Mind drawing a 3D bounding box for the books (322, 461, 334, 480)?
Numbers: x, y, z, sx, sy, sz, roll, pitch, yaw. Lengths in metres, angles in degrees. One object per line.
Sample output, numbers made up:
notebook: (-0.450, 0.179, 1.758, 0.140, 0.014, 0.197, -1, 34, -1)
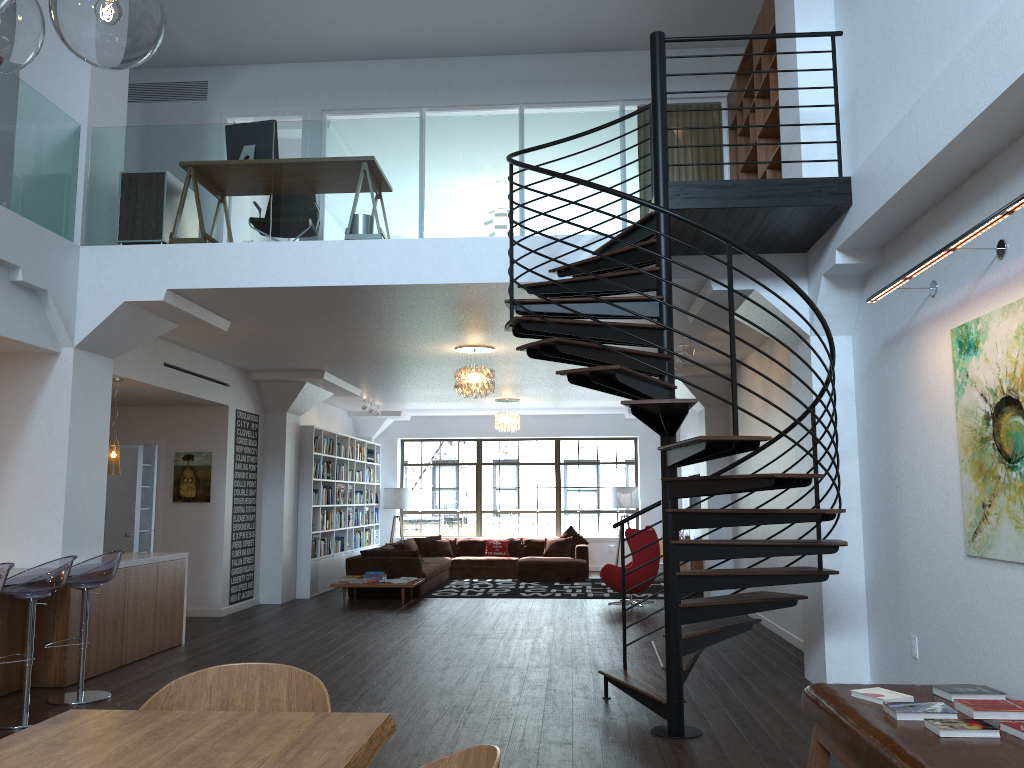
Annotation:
books: (-2.856, 1.345, 13.753, 0.176, 0.291, 0.053, -1, -7, 4)

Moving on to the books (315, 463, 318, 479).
books: (-2.905, 1.251, 12.808, 0.172, 0.235, 0.112, -1, -7, 4)

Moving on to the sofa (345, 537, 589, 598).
sofa: (-0.476, 2.901, 14.348, 3.481, 0.664, 4.197, -1, -7, 4)

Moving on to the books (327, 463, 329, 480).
books: (-2.882, 1.328, 13.476, 0.183, 0.253, 0.042, -1, -7, 4)

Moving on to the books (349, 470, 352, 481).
books: (-2.770, 1.546, 14.916, 0.139, 0.191, 0.036, -1, -7, 4)

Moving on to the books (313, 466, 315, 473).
books: (-2.916, 1.260, 12.667, 0.161, 0.182, 0.170, -1, -7, 4)

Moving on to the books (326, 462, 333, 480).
books: (-2.876, 1.342, 13.703, 0.198, 0.284, 0.049, -1, -7, 4)

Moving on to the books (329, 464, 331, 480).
books: (-2.865, 1.349, 13.585, 0.174, 0.240, 0.054, -1, -7, 4)

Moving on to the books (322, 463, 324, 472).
books: (-2.901, 1.295, 13.149, 0.174, 0.236, 0.142, -1, -7, 4)

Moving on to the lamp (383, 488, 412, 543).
lamp: (-2.192, 2.782, 16.939, 0.545, 1.579, 0.545, 1, -7, -7)

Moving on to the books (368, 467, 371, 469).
books: (-2.686, 1.674, 16.292, 0.176, 0.290, 0.036, -1, -7, 3)

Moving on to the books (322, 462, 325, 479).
books: (-2.894, 1.298, 13.239, 0.183, 0.253, 0.042, -1, -7, 4)

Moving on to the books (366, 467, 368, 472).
books: (-2.701, 1.639, 16.022, 0.176, 0.290, 0.053, -1, -7, 3)

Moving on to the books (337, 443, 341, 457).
books: (-2.824, 1.066, 14.258, 0.140, 0.231, 0.042, -1, -7, 4)

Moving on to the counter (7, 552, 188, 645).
counter: (-2.929, 1.552, 4.631, 3.039, 0.860, 8.182, 3, -8, -25)

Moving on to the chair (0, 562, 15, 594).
chair: (-3.099, 1.515, 4.960, 0.481, 1.014, 0.530, 0, -7, 2)

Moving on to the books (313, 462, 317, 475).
books: (-2.913, 1.255, 12.852, 0.172, 0.239, 0.093, -1, -7, 4)

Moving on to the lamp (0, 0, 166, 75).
lamp: (-0.960, -1.700, 1.348, 0.849, 2.140, 1.787, -1, -7, 3)

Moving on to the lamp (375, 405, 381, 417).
lamp: (-2.324, 0.464, 15.408, 0.120, 0.211, 0.111, 3, -8, -22)

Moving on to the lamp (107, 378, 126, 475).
lamp: (-3.709, 0.396, 8.286, 0.149, 0.900, 0.149, 6, -10, -41)

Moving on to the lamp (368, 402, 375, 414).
lamp: (-2.359, 0.398, 14.895, 0.120, 0.211, 0.111, 5, -9, -37)

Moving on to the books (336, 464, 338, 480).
books: (-2.832, 1.385, 13.918, 0.182, 0.253, 0.034, -1, -7, 4)

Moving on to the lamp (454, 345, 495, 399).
lamp: (-0.407, -0.119, 9.641, 0.442, 0.539, 0.441, 7, -10, -43)

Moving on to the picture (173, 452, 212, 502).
picture: (-3.846, 1.121, 10.671, 0.450, 0.600, 0.030, -1, -7, 4)

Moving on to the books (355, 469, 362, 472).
books: (-2.725, 1.627, 15.703, 0.140, 0.231, 0.042, -1, -7, 4)

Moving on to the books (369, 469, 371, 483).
books: (-2.679, 1.688, 16.255, 0.183, 0.253, 0.034, -1, -7, 3)

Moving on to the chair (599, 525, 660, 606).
chair: (1.565, 2.381, 11.722, 0.801, 1.006, 0.798, -4, -8, 29)

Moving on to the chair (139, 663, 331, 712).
chair: (-0.841, 1.292, 2.579, 0.629, 0.833, 0.618, 0, -7, -1)

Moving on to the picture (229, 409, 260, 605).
picture: (-3.382, 1.542, 11.243, 0.021, 2.380, 0.800, -1, -7, 4)

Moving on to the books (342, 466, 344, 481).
books: (-2.811, 1.446, 14.336, 0.174, 0.239, 0.045, -1, -7, 4)

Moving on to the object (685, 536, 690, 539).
object: (2.961, 2.616, 14.971, 0.089, 0.110, 0.089, 6, -10, -41)

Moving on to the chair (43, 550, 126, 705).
chair: (-2.999, 1.677, 6.214, 0.481, 1.014, 0.530, -1, -7, 6)

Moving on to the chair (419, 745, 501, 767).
chair: (-0.311, 1.186, 1.792, 0.617, 0.830, 0.629, -1, -7, 4)

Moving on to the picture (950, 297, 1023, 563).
picture: (2.341, 0.230, 4.175, 0.010, 1.200, 1.095, -1, -7, 4)

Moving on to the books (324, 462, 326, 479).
books: (-2.894, 1.306, 13.325, 0.180, 0.259, 0.042, -1, -7, 4)

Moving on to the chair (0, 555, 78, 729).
chair: (-3.040, 1.597, 5.590, 0.481, 1.014, 0.530, 0, -7, 2)

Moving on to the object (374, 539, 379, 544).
object: (-2.691, 2.958, 16.634, 0.331, 0.088, 0.410, -1, -7, 4)

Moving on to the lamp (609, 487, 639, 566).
lamp: (2.105, 2.716, 16.557, 0.545, 1.579, 0.545, -2, -8, 15)

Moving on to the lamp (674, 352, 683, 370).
lamp: (1.866, -0.257, 9.972, 0.111, 0.211, 0.120, -6, -9, 38)

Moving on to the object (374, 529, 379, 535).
object: (-2.699, 2.784, 16.657, 0.316, 0.088, 0.410, -1, -7, 4)

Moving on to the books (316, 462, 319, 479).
books: (-2.904, 1.258, 12.891, 0.174, 0.242, 0.105, -1, -7, 4)

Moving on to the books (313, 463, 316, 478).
books: (-2.910, 1.249, 12.777, 0.152, 0.232, 0.104, -1, -7, 4)

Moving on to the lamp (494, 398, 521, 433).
lamp: (-0.074, 0.530, 14.649, 0.442, 0.539, 0.441, 7, -10, -43)

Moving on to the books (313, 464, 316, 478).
books: (-2.916, 1.252, 12.747, 0.161, 0.218, 0.101, -1, -7, 4)

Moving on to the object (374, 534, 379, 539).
object: (-2.691, 2.871, 16.645, 0.331, 0.088, 0.410, -1, -7, 4)

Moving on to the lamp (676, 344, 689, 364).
lamp: (1.833, -0.322, 9.472, 0.120, 0.211, 0.111, 5, -9, -37)

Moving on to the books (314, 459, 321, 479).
books: (-2.890, 1.245, 12.970, 0.176, 0.290, 0.053, -1, -7, 4)

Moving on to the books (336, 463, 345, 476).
books: (-2.811, 1.431, 14.415, 0.176, 0.290, 0.053, -1, -7, 4)

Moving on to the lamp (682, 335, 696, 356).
lamp: (1.798, -0.388, 8.959, 0.120, 0.211, 0.111, 3, -8, -22)

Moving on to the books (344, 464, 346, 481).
books: (-2.812, 1.442, 14.475, 0.197, 0.283, 0.065, -1, -7, 4)

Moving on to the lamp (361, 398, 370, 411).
lamp: (-2.393, 0.333, 14.394, 0.111, 0.211, 0.120, -6, -9, 38)

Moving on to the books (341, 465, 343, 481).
books: (-2.817, 1.436, 14.285, 0.170, 0.245, 0.057, -1, -7, 4)
